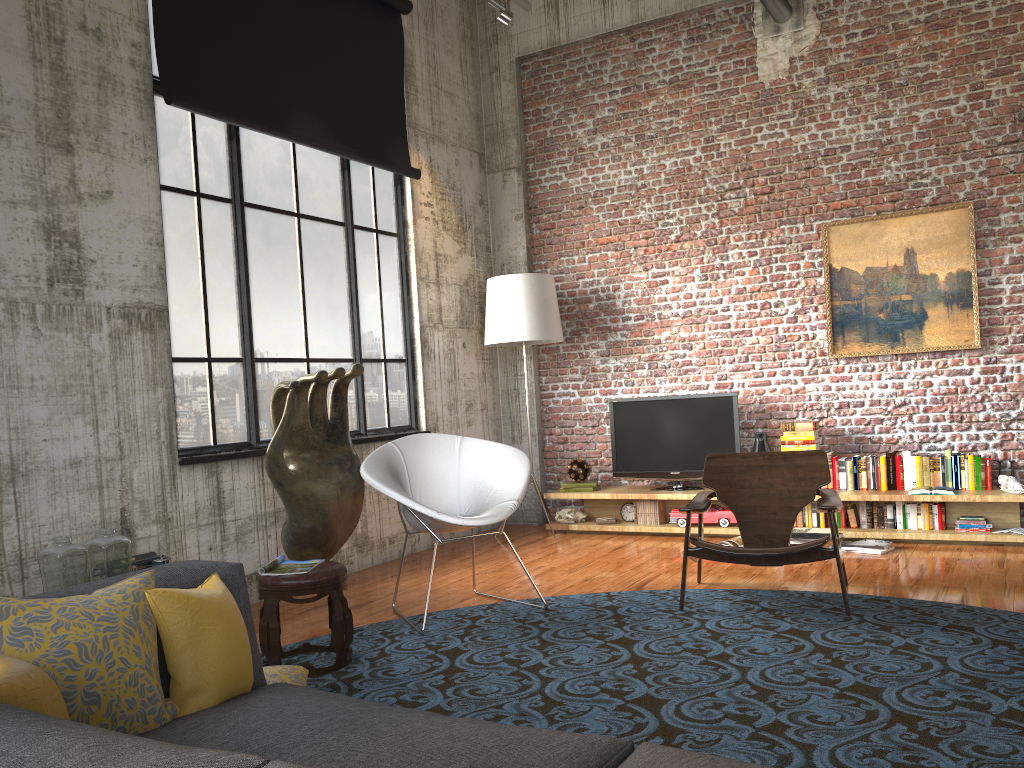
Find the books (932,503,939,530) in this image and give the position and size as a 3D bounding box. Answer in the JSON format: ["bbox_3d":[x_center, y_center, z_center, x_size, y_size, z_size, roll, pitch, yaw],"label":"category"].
[{"bbox_3d":[3.071,0.957,6.417,0.034,0.181,0.131,-3,1,30],"label":"books"}]

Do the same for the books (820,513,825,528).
[{"bbox_3d":[2.389,0.985,6.786,0.030,0.220,0.158,-3,1,30],"label":"books"}]

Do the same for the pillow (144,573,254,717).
[{"bbox_3d":[-0.731,0.620,2.141,0.168,0.319,0.434,-3,0,4],"label":"pillow"}]

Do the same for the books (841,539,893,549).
[{"bbox_3d":[2.475,1.119,6.214,0.311,0.014,0.250,-4,-1,36],"label":"books"}]

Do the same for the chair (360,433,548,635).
[{"bbox_3d":[-0.339,0.803,5.123,1.056,1.031,0.807,-4,1,-21],"label":"chair"}]

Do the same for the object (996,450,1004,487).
[{"bbox_3d":[3.530,0.612,6.411,0.057,0.273,0.057,-4,1,-10],"label":"object"}]

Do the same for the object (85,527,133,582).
[{"bbox_3d":[-1.935,0.875,4.266,0.163,0.361,0.163,-3,1,33],"label":"object"}]

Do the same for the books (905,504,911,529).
[{"bbox_3d":[2.920,0.967,6.515,0.034,0.181,0.131,-3,1,30],"label":"books"}]

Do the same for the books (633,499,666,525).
[{"bbox_3d":[1.157,1.072,7.467,0.232,0.218,0.173,-3,0,30],"label":"books"}]

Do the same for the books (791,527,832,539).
[{"bbox_3d":[2.157,1.070,6.364,0.297,0.035,0.236,-4,-1,32],"label":"books"}]

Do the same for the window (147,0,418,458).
[{"bbox_3d":[-1.522,-1.244,6.320,0.050,3.437,2.576,-3,1,30],"label":"window"}]

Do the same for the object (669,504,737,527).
[{"bbox_3d":[1.588,1.059,7.176,0.600,0.174,0.243,-4,0,21],"label":"object"}]

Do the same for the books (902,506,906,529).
[{"bbox_3d":[2.890,0.975,6.517,0.020,0.168,0.121,-3,1,30],"label":"books"}]

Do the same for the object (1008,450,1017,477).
[{"bbox_3d":[3.591,0.608,6.360,0.057,0.273,0.057,-4,1,-10],"label":"object"}]

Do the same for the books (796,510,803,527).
[{"bbox_3d":[2.242,0.998,6.875,0.049,0.213,0.148,-3,1,30],"label":"books"}]

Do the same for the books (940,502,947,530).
[{"bbox_3d":[3.108,0.949,6.385,0.026,0.191,0.138,-3,1,30],"label":"books"}]

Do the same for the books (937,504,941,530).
[{"bbox_3d":[3.090,0.951,6.398,0.019,0.189,0.120,-3,1,30],"label":"books"}]

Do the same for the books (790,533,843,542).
[{"bbox_3d":[2.182,1.099,6.381,0.320,0.028,0.262,-4,-1,40],"label":"books"}]

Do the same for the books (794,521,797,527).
[{"bbox_3d":[2.202,1.003,6.895,0.039,0.208,0.151,-3,1,30],"label":"books"}]

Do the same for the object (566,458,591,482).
[{"bbox_3d":[0.590,0.764,7.842,0.215,0.208,0.216,-3,0,19],"label":"object"}]

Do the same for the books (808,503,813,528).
[{"bbox_3d":[2.312,1.003,6.831,0.023,0.194,0.139,-3,1,30],"label":"books"}]

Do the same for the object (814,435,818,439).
[{"bbox_3d":[2.263,0.420,6.969,0.249,0.031,0.178,-4,-1,30],"label":"object"}]

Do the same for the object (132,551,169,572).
[{"bbox_3d":[-1.861,0.975,4.553,0.382,0.153,0.423,-4,0,30],"label":"object"}]

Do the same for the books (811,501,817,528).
[{"bbox_3d":[2.340,0.998,6.823,0.032,0.200,0.145,-3,1,30],"label":"books"}]

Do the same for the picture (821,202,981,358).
[{"bbox_3d":[2.939,-0.764,6.745,1.065,1.065,0.040,-3,1,30],"label":"picture"}]

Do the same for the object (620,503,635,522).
[{"bbox_3d":[1.013,1.104,7.613,0.169,0.172,0.068,-3,1,31],"label":"object"}]

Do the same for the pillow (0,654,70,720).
[{"bbox_3d":[-0.934,0.627,1.613,0.405,0.371,0.228,-3,1,39],"label":"pillow"}]

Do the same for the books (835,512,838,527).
[{"bbox_3d":[2.464,0.985,6.741,0.039,0.208,0.151,-3,1,30],"label":"books"}]

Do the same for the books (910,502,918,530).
[{"bbox_3d":[2.945,0.963,6.481,0.043,0.186,0.129,-3,1,30],"label":"books"}]

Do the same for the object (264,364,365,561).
[{"bbox_3d":[-1.246,0.535,5.519,0.456,1.297,0.727,-3,1,42],"label":"object"}]

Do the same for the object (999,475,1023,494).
[{"bbox_3d":[3.446,0.694,6.103,0.123,0.123,0.251,-4,0,-15],"label":"object"}]

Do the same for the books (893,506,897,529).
[{"bbox_3d":[2.837,0.979,6.547,0.020,0.168,0.121,-3,1,30],"label":"books"}]

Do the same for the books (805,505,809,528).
[{"bbox_3d":[2.291,1.004,6.841,0.024,0.194,0.139,-3,1,30],"label":"books"}]

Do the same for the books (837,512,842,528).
[{"bbox_3d":[2.496,0.978,6.729,0.030,0.220,0.158,-3,1,30],"label":"books"}]

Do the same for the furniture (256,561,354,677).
[{"bbox_3d":[-0.993,1.111,4.256,0.431,0.477,0.432,-4,0,-15],"label":"furniture"}]

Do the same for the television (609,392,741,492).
[{"bbox_3d":[1.363,0.493,7.444,1.090,0.793,0.285,-3,1,17],"label":"television"}]

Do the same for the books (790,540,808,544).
[{"bbox_3d":[2.192,1.127,6.417,0.299,0.028,0.236,-4,-1,28],"label":"books"}]

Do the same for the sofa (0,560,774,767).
[{"bbox_3d":[-0.065,0.840,1.317,3.006,0.861,1.361,-4,0,32],"label":"sofa"}]

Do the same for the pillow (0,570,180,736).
[{"bbox_3d":[-0.922,0.610,1.871,0.260,0.446,0.536,-3,0,37],"label":"pillow"}]

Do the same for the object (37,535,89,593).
[{"bbox_3d":[-2.050,0.880,4.065,0.163,0.361,0.163,-3,1,28],"label":"object"}]

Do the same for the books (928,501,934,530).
[{"bbox_3d":[3.043,0.954,6.427,0.026,0.191,0.138,-3,1,30],"label":"books"}]

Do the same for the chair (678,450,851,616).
[{"bbox_3d":[1.423,0.816,5.020,0.875,0.793,1.042,-3,0,20],"label":"chair"}]

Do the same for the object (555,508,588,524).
[{"bbox_3d":[0.527,1.153,7.784,0.274,0.133,0.183,-4,0,39],"label":"object"}]

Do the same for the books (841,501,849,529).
[{"bbox_3d":[2.517,0.976,6.706,0.030,0.220,0.158,-3,1,30],"label":"books"}]

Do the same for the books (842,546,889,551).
[{"bbox_3d":[2.469,1.135,6.209,0.307,0.017,0.231,-4,-1,28],"label":"books"}]

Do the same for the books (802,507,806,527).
[{"bbox_3d":[2.274,0.994,6.858,0.022,0.217,0.138,-3,1,30],"label":"books"}]

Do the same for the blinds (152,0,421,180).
[{"bbox_3d":[-1.440,-2.377,6.205,0.150,1.464,2.441,-3,0,30],"label":"blinds"}]

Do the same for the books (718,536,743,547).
[{"bbox_3d":[1.728,1.173,6.548,0.423,0.049,0.300,-4,-1,45],"label":"books"}]

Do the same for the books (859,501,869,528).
[{"bbox_3d":[2.651,0.968,6.663,0.049,0.214,0.149,-3,1,30],"label":"books"}]

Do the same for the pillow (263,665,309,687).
[{"bbox_3d":[-0.983,1.248,3.485,0.481,0.247,0.503,-3,0,-4],"label":"pillow"}]

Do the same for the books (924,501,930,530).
[{"bbox_3d":[3.019,0.955,6.437,0.026,0.191,0.138,-3,1,30],"label":"books"}]

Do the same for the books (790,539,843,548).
[{"bbox_3d":[2.207,1.160,6.420,0.320,0.040,0.236,-4,-1,32],"label":"books"}]

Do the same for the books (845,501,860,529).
[{"bbox_3d":[2.568,0.957,6.686,0.088,0.256,0.152,-3,1,30],"label":"books"}]

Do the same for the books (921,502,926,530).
[{"bbox_3d":[2.999,0.956,6.452,0.026,0.191,0.138,-3,1,30],"label":"books"}]

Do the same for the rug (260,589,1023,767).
[{"bbox_3d":[0.585,1.242,2.963,4.843,0.009,4.847,-3,-1,-14],"label":"rug"}]

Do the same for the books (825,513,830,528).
[{"bbox_3d":[2.434,0.979,6.781,0.052,0.225,0.156,-3,1,30],"label":"books"}]

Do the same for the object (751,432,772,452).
[{"bbox_3d":[2.016,0.618,7.145,0.267,0.456,0.268,-4,1,-29],"label":"object"}]

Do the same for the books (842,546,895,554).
[{"bbox_3d":[2.474,1.152,6.205,0.313,0.017,0.231,-4,-1,45],"label":"books"}]

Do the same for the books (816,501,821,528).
[{"bbox_3d":[2.373,0.986,6.817,0.030,0.220,0.158,-3,1,30],"label":"books"}]

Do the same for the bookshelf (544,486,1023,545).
[{"bbox_3d":[2.087,1.019,7.029,3.847,0.359,0.547,-4,0,30],"label":"bookshelf"}]
